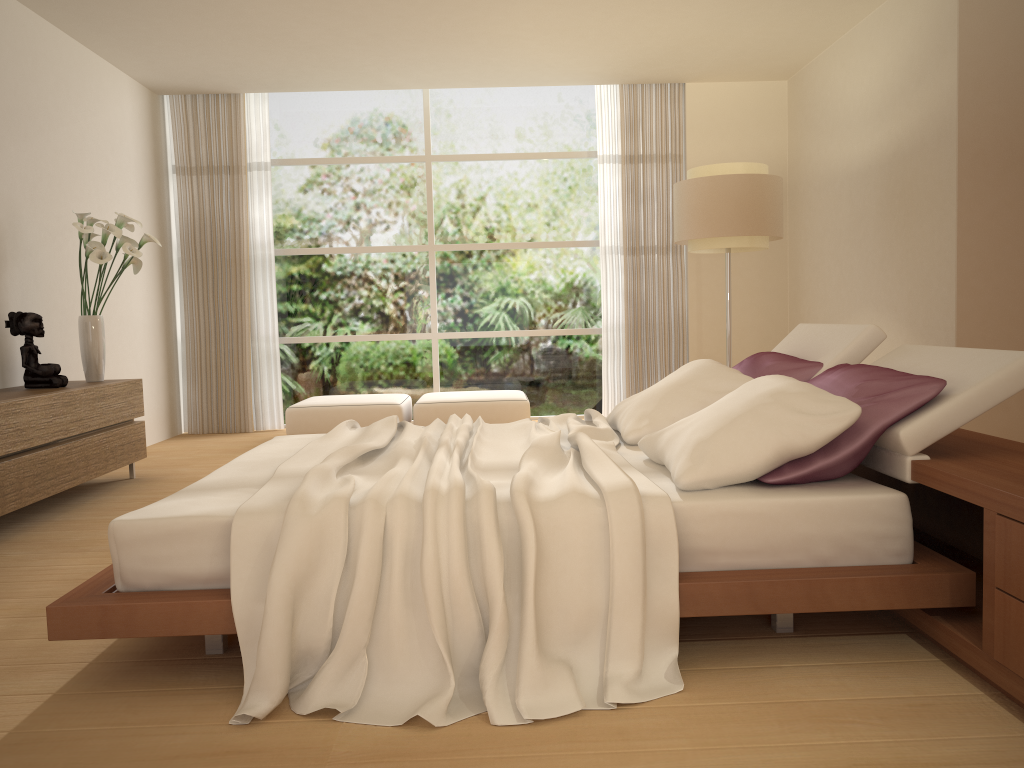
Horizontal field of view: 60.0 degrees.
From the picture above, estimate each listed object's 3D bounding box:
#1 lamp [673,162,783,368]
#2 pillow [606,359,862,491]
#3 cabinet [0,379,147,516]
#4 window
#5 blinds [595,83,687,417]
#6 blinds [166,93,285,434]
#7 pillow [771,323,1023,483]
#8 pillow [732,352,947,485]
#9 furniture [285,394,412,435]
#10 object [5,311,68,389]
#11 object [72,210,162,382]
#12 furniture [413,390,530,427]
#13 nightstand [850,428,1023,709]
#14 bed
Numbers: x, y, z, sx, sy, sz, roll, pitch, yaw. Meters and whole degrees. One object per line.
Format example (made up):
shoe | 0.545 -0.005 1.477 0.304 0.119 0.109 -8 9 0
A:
lamp | 1.586 -0.545 6.479 0.817 2.018 0.817 2 6 41
pillow | 0.736 0.104 3.454 0.561 0.339 1.720 -2 4 -1
cabinet | -2.701 0.438 4.079 0.588 0.662 3.713 -2 4 -1
window | -0.773 -1.304 8.511 4.781 3.371 0.071 -2 4 -1
blinds | 1.213 -1.335 8.249 0.814 3.351 0.202 -2 4 -2
blinds | -2.669 -1.217 8.211 0.950 3.352 0.211 -2 4 -3
pillow | 1.331 -0.002 3.478 0.461 0.457 1.779 -2 4 -2
pillow | 1.005 0.081 3.466 0.575 0.369 1.683 -2 4 -1
furniture | -1.372 0.293 7.641 0.965 0.346 0.964 -2 4 -1
object | -2.771 -0.201 5.186 0.282 0.453 0.181 -2 4 -1
object | -2.549 -0.562 5.661 0.515 1.085 0.608 -6 6 -43
furniture | -0.337 0.261 7.665 0.965 0.346 0.964 -2 4 -1
nightstand | 1.402 0.421 3.508 0.493 0.539 4.220 -2 4 -1
bed | -0.014 0.455 3.420 2.535 0.570 2.599 -2 4 -1
